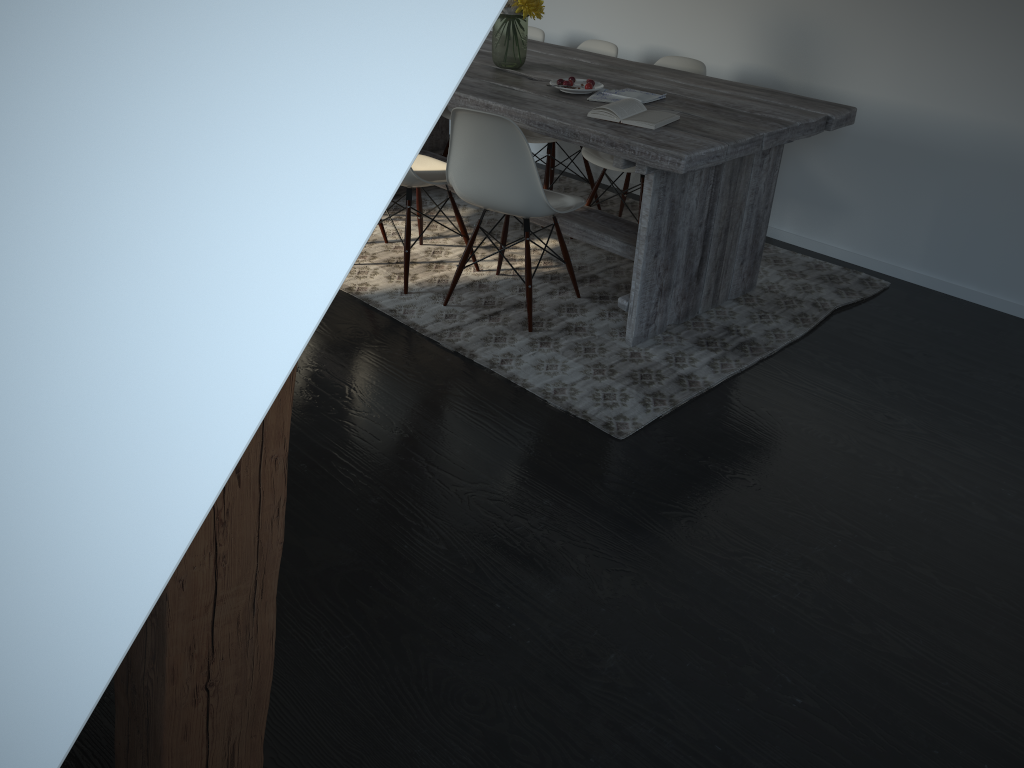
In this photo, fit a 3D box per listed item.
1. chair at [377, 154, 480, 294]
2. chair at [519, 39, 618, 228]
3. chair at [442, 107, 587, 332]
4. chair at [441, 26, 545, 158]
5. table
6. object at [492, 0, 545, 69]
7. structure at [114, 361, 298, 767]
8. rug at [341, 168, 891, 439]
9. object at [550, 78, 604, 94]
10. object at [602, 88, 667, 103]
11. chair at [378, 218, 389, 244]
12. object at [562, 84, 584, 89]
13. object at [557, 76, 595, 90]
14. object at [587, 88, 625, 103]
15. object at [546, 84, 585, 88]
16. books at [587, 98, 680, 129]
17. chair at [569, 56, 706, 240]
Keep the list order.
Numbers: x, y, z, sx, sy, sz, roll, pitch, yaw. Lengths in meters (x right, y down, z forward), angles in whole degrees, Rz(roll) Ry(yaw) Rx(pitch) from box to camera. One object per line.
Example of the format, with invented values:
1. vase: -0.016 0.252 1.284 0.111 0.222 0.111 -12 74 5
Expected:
1. chair: -0.422 -0.828 3.565 0.542 0.801 0.465 -24 39 -38
2. chair: 0.225 -1.249 4.364 0.542 0.801 0.465 -20 37 -34
3. chair: 0.008 -0.658 3.311 0.465 0.801 0.542 19 33 25
4. chair: -0.109 -1.430 4.648 0.542 0.801 0.465 -24 39 -38
5. table: 0.049 -0.984 3.897 1.141 0.788 2.421 -24 40 -39
6. object: -0.005 -1.479 3.600 0.293 0.365 0.233 10 31 12
7. structure: -0.743 -0.029 0.997 1.023 1.963 12.350 -24 40 -39
8. rug: 0.053 -0.646 4.085 1.898 0.022 2.677 -24 40 -39
9. object: 0.243 -1.119 3.344 0.205 0.024 0.205 23 35 30
10. object: 0.455 -1.075 3.293 0.179 0.016 0.182 25 36 33
11. chair: -0.827 -1.049 3.912 0.542 0.801 0.465 -7 31 -18
12. object: 0.233 -1.117 3.331 0.110 0.011 0.058 -21 38 -36
13. object: 0.246 -1.138 3.353 0.144 0.034 0.132 11 31 13
14. object: 0.384 -1.053 3.250 0.185 0.014 0.182 12 31 15
15. object: 0.209 -1.109 3.300 0.194 0.022 0.019 -13 34 -27
16. books: 0.413 -0.919 2.994 0.251 0.042 0.202 20 34 27
17. chair: 0.594 -1.041 4.036 0.465 0.801 0.542 25 36 33
